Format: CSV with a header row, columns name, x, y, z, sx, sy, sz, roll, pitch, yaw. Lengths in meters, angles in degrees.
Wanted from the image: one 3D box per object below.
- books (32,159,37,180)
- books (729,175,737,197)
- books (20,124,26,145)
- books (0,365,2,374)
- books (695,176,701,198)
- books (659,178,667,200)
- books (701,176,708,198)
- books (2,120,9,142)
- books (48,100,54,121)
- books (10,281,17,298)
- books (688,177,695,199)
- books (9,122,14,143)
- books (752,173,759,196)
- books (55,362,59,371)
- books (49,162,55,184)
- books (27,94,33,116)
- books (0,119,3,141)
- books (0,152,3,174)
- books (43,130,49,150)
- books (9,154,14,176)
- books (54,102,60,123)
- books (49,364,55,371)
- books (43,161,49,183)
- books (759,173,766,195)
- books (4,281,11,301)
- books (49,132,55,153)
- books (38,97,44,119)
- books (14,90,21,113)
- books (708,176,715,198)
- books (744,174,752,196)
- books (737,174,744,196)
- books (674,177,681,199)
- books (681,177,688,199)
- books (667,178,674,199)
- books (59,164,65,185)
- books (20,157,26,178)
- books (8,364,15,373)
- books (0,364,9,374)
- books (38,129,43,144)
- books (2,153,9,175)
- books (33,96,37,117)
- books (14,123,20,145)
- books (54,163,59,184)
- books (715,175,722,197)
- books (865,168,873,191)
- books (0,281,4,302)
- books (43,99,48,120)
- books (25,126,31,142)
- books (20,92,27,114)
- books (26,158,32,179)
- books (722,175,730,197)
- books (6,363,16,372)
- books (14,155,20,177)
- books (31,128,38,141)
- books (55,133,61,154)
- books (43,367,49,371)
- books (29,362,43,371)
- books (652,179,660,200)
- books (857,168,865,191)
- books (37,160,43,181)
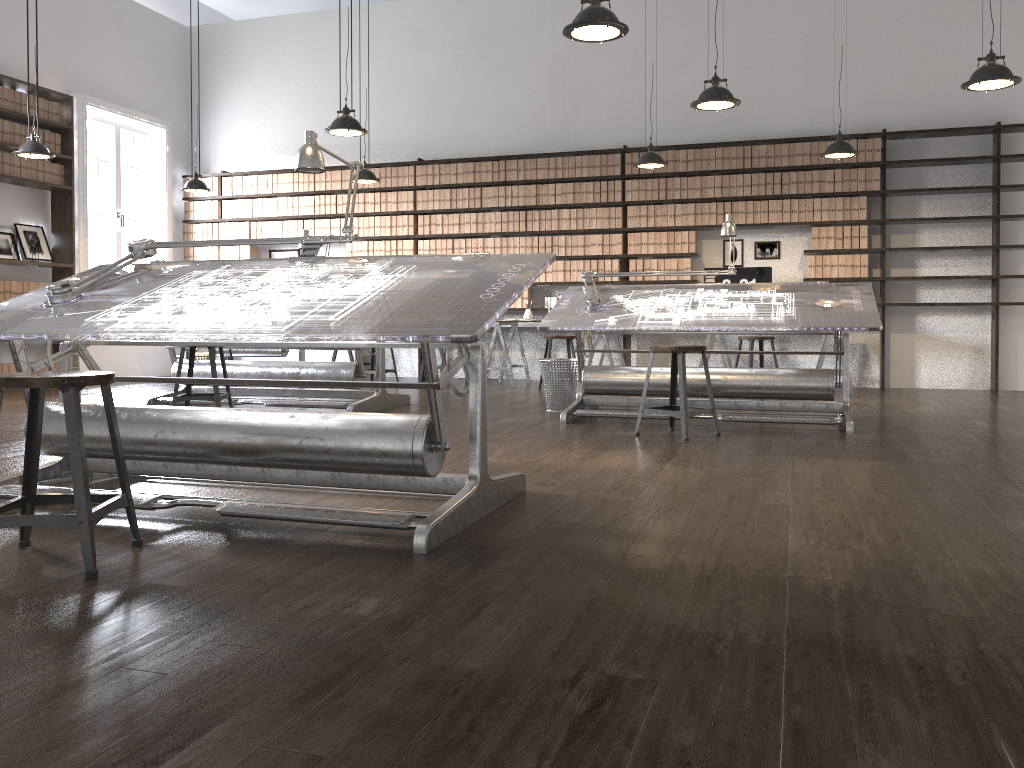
name,x,y,z,sx,sy,sz,roll,pitch,yaw
books,-4.845,-2.133,8.866,0.174,0.225,0.067,1,2,18
books,2.225,-1.976,8.897,0.067,0.225,0.175,0,2,18
books,-4.888,-2.434,8.726,0.174,0.225,0.067,1,2,18
books,-4.976,-0.072,8.484,0.174,0.225,0.067,1,2,18
books,1.897,-1.982,8.996,0.067,0.225,0.175,0,2,18
books,1.559,-1.990,9.106,0.067,0.225,0.175,0,2,18
books,1.962,-1.982,8.980,0.067,0.225,0.175,0,2,18
books,-4.945,-2.421,8.538,0.174,0.225,0.067,1,2,18
books,-4.779,-2.777,9.059,0.174,0.225,0.067,1,2,18
books,-4.920,-0.887,8.635,0.174,0.225,0.067,1,2,18
books,1.834,-1.984,9.022,0.067,0.225,0.175,0,2,18
books,-4.928,-2.425,8.598,0.174,0.225,0.067,1,2,18
books,2.427,-1.971,8.825,0.067,0.225,0.175,0,2,18
books,-4.762,-0.120,9.152,0.174,0.225,0.067,1,2,18
books,-4.774,-2.147,9.062,0.174,0.225,0.067,1,2,18
books,-4.858,-2.759,8.803,0.174,0.225,0.067,1,2,18
books,-4.966,-2.416,8.469,0.174,0.225,0.067,1,2,18
books,-4.970,-2.104,8.476,0.174,0.225,0.067,1,2,18
books,-4.795,-2.454,8.999,0.174,0.225,0.067,1,2,18
books,-4.928,-2.114,8.603,0.174,0.225,0.067,1,2,18
books,-4.753,-2.782,9.125,0.174,0.225,0.067,1,2,18
books,-4.780,-0.115,9.080,0.174,0.225,0.067,1,2,18
books,-4.795,-2.142,8.999,0.174,0.225,0.067,1,2,18
books,2.488,-1.970,8.809,0.067,0.225,0.175,0,2,18
books,-4.946,-0.883,8.569,0.174,0.225,0.067,1,2,18
books,-4.777,-2.459,9.071,0.174,0.225,0.067,1,2,18
books,-4.816,-2.767,8.926,0.174,0.225,0.067,1,2,18
books,-4.904,-2.749,8.668,0.174,0.225,0.067,1,2,18
books,2.021,-1.980,8.959,0.067,0.225,0.175,0,2,18
books,2.358,-1.973,8.847,0.067,0.225,0.175,0,2,18
books,2.290,-1.974,8.872,0.067,0.225,0.175,0,2,18
books,1.698,-1.987,9.061,0.067,0.225,0.175,0,2,18
books,1.767,-1.986,9.044,0.067,0.225,0.175,0,2,18
books,1.632,-1.989,9.088,0.067,0.225,0.175,0,2,18
books,-4.739,-2.156,9.191,0.174,0.225,0.067,1,2,18
books,-4.883,-2.123,8.731,0.174,0.225,0.067,1,2,18
books,-4.930,-0.082,8.619,0.174,0.225,0.067,1,2,18
books,-4.951,-0.077,8.550,0.174,0.225,0.067,1,2,18
books,-4.823,-2.449,8.929,0.174,0.225,0.067,1,2,18
books,-4.944,-2.109,8.538,0.174,0.225,0.067,1,2,18
books,-4.841,-2.763,8.864,0.174,0.225,0.067,1,2,18
books,-4.903,-2.430,8.661,0.174,0.225,0.067,1,2,18
books,-4.759,-2.151,9.124,0.174,0.225,0.067,1,2,18
books,2.090,-1.979,8.935,0.067,0.225,0.175,0,2,18
books,3.425,-1.950,8.508,0.067,0.225,0.175,0,2,18
books,-4.964,-0.877,8.496,0.174,0.225,0.067,1,2,18
books,-4.801,-2.772,8.992,0.174,0.225,0.067,1,2,18
books,-4.866,-2.439,8.794,0.174,0.225,0.067,1,2,18
books,-4.879,-2.754,8.734,0.174,0.225,0.067,1,2,18
books,-4.865,-2.128,8.799,0.174,0.225,0.067,1,2,18
books,2.158,-1.977,8.917,0.067,0.225,0.175,0,2,18
books,-4.913,-0.086,8.679,0.174,0.225,0.067,1,2,18
books,-4.907,-2.118,8.663,0.174,0.225,0.067,1,2,18
books,-4.840,-2.444,8.860,0.174,0.225,0.067,1,2,18
books,-4.752,-2.464,9.143,0.174,0.225,0.067,1,2,18
books,-4.808,-0.110,9.010,0.174,0.225,0.067,1,2,18
books,-4.825,-0.105,8.941,0.174,0.225,0.067,1,2,18
books,1.490,-1.992,9.133,0.067,0.225,0.175,0,2,18
books,3.360,-1.951,8.524,0.067,0.225,0.175,0,2,18
books,-4.820,-2.137,8.931,0.174,0.225,0.067,1,2,18
